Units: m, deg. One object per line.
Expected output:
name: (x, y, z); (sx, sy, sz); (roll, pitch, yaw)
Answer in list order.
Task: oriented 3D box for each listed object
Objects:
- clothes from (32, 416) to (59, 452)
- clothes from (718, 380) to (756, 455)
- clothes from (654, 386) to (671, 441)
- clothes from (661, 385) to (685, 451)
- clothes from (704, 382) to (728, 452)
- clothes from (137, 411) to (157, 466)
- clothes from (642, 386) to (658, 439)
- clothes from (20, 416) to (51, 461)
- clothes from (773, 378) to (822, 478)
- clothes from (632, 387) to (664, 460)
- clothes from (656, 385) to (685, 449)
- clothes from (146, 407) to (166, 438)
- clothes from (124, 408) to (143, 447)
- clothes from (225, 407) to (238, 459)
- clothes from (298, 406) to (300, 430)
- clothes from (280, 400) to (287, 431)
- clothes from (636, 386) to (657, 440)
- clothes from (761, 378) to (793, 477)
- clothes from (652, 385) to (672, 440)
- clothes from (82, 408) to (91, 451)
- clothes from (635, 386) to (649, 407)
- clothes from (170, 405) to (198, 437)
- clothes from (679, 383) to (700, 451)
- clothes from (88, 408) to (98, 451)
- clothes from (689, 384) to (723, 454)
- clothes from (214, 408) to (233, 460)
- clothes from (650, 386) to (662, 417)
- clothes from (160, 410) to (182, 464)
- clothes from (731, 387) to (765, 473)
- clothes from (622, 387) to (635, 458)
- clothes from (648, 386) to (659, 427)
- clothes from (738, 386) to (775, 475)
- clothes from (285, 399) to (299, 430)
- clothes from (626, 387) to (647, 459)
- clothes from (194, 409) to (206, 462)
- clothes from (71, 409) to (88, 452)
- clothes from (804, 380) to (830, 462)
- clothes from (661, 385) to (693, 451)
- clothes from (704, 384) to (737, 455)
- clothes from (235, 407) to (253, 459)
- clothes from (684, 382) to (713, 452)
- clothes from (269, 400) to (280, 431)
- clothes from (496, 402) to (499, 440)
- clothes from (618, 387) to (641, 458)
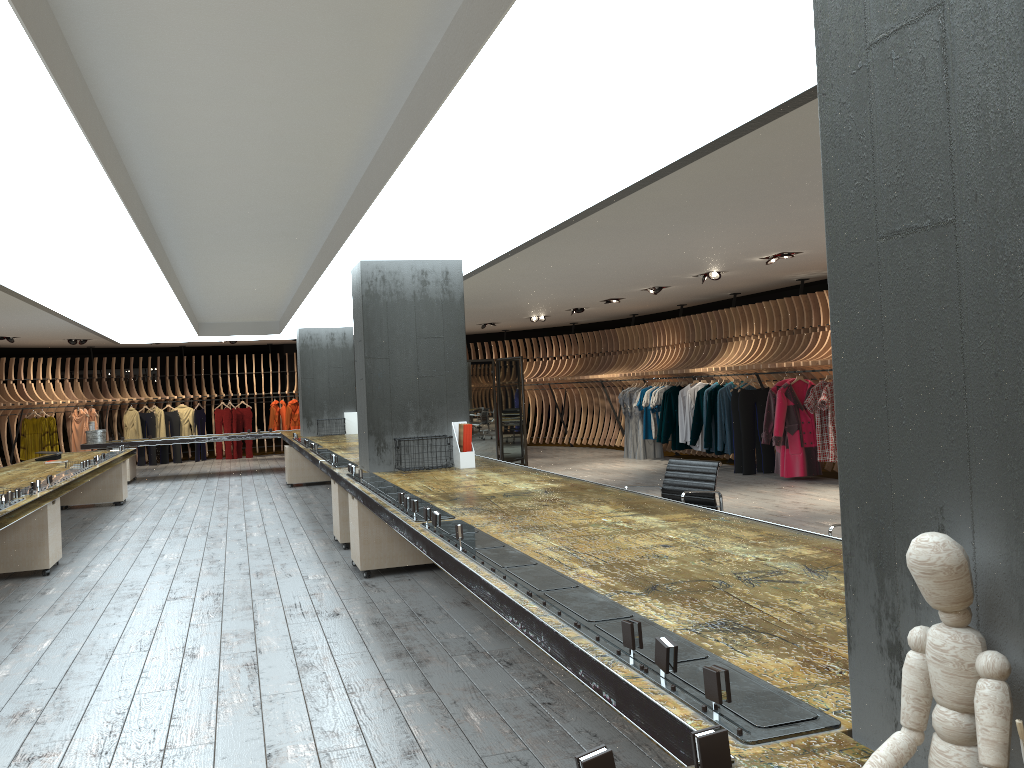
clothes: (-9.794, 1.195, 18.537); (0.664, 1.045, 0.168); (-3, -1, 13)
clothes: (3.370, 0.491, 13.106); (0.715, 1.088, 0.256); (-3, -1, -12)
clothes: (2.695, 0.501, 15.163); (0.743, 0.950, 0.167); (-2, -1, -34)
clothes: (2.878, 0.550, 14.638); (0.914, 1.082, 0.238); (-3, -1, -13)
clothes: (3.239, 0.498, 13.525); (0.715, 1.088, 0.256); (-2, -1, -22)
clothes: (-8.326, 1.296, 20.203); (0.539, 1.353, 0.087); (-3, -1, 17)
clothes: (2.627, 0.492, 15.425); (0.743, 0.931, 0.158); (-3, -1, -13)
clothes: (-9.882, 1.198, 18.377); (0.664, 1.045, 0.168); (-3, -1, 13)
clothes: (3.815, 0.574, 11.647); (0.840, 1.312, 0.321); (-3, -1, -8)
clothes: (2.455, 0.766, 15.982); (0.677, 1.435, 0.203); (-2, -1, -33)
clothes: (2.815, 0.554, 14.838); (0.914, 1.082, 0.238); (-2, -1, -18)
clothes: (-8.181, 0.963, 20.354); (0.704, 0.890, 0.250); (-3, -1, 23)
clothes: (-8.582, 0.981, 20.009); (0.704, 0.890, 0.250); (-3, -1, 33)
clothes: (-6.711, 1.227, 21.172); (0.551, 1.338, 0.093); (-4, -1, 43)
clothes: (-5.073, 0.803, 21.604); (0.201, 0.881, 0.839); (-2, -1, -37)
clothes: (-5.534, 0.825, 21.585); (0.201, 0.881, 0.839); (-2, -1, -12)
clothes: (2.531, 0.511, 15.545); (0.738, 0.971, 0.167); (-3, -1, -9)
clothes: (3.730, 0.579, 11.924); (0.840, 1.312, 0.321); (-2, -1, -18)
clothes: (2.736, 0.483, 14.981); (0.734, 0.938, 0.164); (-3, -1, -14)
clothes: (-9.286, 1.109, 19.278); (0.447, 1.156, 0.125); (-4, -1, 42)
clothes: (2.555, 0.496, 15.655); (0.743, 0.931, 0.158); (-3, -1, 7)
clothes: (-7.680, 0.938, 20.681); (0.704, 0.890, 0.250); (-3, -1, 3)
clothes: (3.027, 0.521, 14.249); (0.733, 1.106, 0.165); (-3, -1, -13)
clothes: (-9.176, 1.104, 19.401); (0.447, 1.156, 0.125); (-3, -1, 37)
clothes: (3.159, 0.531, 13.741); (0.914, 1.082, 0.238); (-3, -1, -13)
clothes: (-6.865, 1.234, 21.108); (0.551, 1.338, 0.093); (-3, -1, 28)
clothes: (2.713, 0.484, 15.251); (0.742, 0.939, 0.161); (-2, -1, -23)
clothes: (-7.912, 1.277, 20.511); (0.539, 1.353, 0.087); (-3, -1, 7)
clothes: (3.458, 0.720, 12.829); (0.539, 1.353, 0.087); (-3, -1, 7)
clothes: (2.374, 0.770, 16.247); (0.677, 1.435, 0.203); (-2, -1, -28)
clothes: (2.673, 0.503, 15.386); (0.743, 0.961, 0.167); (-2, -1, -24)
clothes: (3.497, 0.718, 12.641); (0.539, 1.353, 0.087); (-2, -1, -13)
clothes: (-5.318, 0.815, 21.580); (0.201, 0.881, 0.839); (-3, -1, 13)
clothes: (2.415, 0.768, 16.112); (0.677, 1.435, 0.203); (-3, -1, -3)
clothes: (-7.341, 1.248, 20.877); (0.087, 1.353, 0.539); (-3, -1, 7)
clothes: (-9.358, 1.112, 19.186); (0.447, 1.156, 0.125); (-3, -1, 17)
clothes: (3.988, 0.453, 11.057); (0.761, 1.021, 0.187); (-2, -1, -17)
clothes: (2.859, 0.551, 14.723); (0.914, 1.082, 0.238); (-2, -1, -18)
clothes: (3.272, 0.525, 13.404); (0.914, 1.082, 0.238); (-2, -1, -18)
clothes: (-6.441, 1.215, 21.274); (0.551, 1.338, 0.093); (-3, -1, 23)
clothes: (3.029, 0.520, 14.050); (0.733, 1.106, 0.165); (-2, -1, -18)
clothes: (-5.746, 0.835, 21.483); (0.201, 0.881, 0.839); (-3, -1, -2)
clothes: (-0.451, 0.760, 20.543); (0.126, 1.129, 0.444); (-4, -2, 45)
clothes: (2.331, 0.773, 16.380); (0.677, 1.435, 0.203); (-3, -1, -3)
